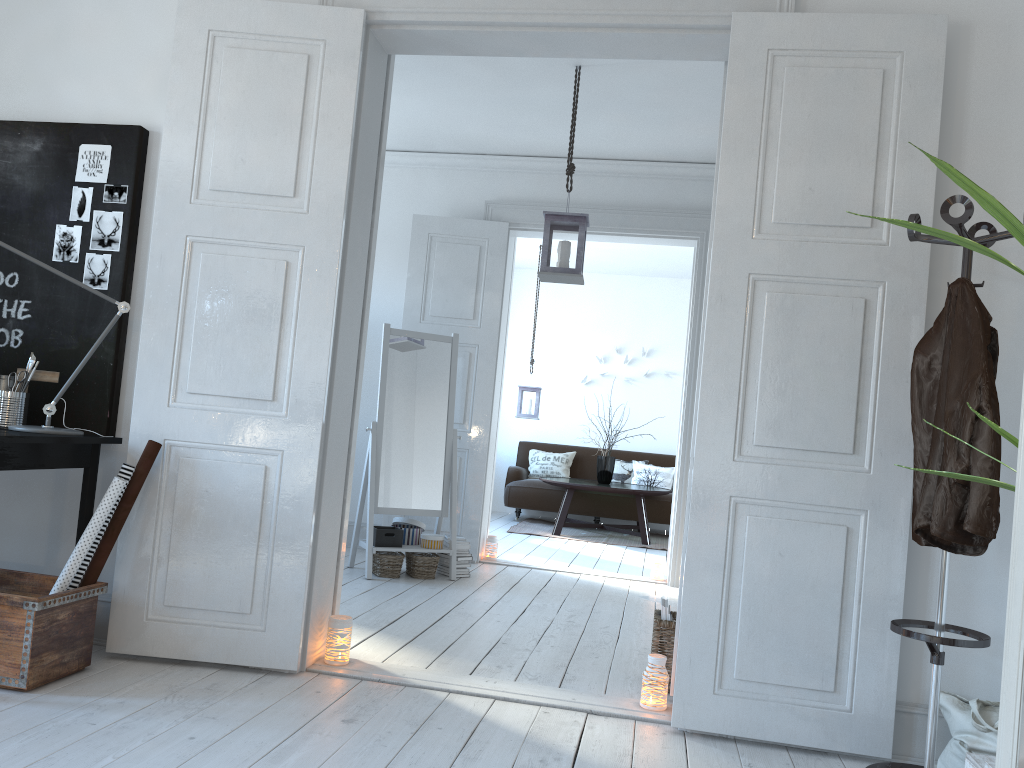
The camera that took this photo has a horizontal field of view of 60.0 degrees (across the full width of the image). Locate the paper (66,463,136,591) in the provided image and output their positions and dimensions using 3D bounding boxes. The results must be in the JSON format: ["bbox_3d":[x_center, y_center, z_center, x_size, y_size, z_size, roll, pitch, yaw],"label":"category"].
[{"bbox_3d":[-1.400,0.585,2.885,0.266,0.668,0.043,7,-3,-35],"label":"paper"}]

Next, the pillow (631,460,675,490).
[{"bbox_3d":[1.480,0.980,9.353,0.470,0.309,0.188,5,-3,10],"label":"pillow"}]

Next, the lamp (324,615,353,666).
[{"bbox_3d":[-0.631,0.934,3.232,0.089,0.166,0.089,5,-2,2],"label":"lamp"}]

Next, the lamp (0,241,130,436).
[{"bbox_3d":[-1.636,-0.198,3.000,0.617,0.715,0.230,6,-2,-19],"label":"lamp"}]

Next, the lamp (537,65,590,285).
[{"bbox_3d":[0.333,-1.408,4.550,0.228,1.761,0.228,5,-2,7],"label":"lamp"}]

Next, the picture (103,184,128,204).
[{"bbox_3d":[-1.465,-0.704,3.277,0.095,0.071,0.001,5,-2,10],"label":"picture"}]

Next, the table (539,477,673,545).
[{"bbox_3d":[0.888,1.223,8.645,1.300,0.503,1.301,5,-3,0],"label":"table"}]

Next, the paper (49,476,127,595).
[{"bbox_3d":[-1.411,0.598,2.826,0.283,0.626,0.041,6,-2,-12],"label":"paper"}]

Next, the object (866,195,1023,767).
[{"bbox_3d":[1.228,0.328,2.490,0.374,1.657,0.375,5,-2,17],"label":"object"}]

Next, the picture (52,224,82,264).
[{"bbox_3d":[-1.654,-0.522,3.297,0.107,0.150,0.001,5,-2,10],"label":"picture"}]

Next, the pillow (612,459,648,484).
[{"bbox_3d":[1.205,0.970,9.477,0.473,0.347,0.158,5,-2,8],"label":"pillow"}]

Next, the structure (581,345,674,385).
[{"bbox_3d":[1.302,-0.188,9.925,1.025,0.478,0.085,5,-2,10],"label":"structure"}]

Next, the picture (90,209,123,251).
[{"bbox_3d":[-1.497,-0.569,3.274,0.121,0.152,0.002,5,-2,10],"label":"picture"}]

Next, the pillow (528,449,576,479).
[{"bbox_3d":[0.420,0.895,9.654,0.519,0.367,0.239,5,-3,9],"label":"pillow"}]

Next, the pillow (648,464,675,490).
[{"bbox_3d":[1.695,1.017,9.429,0.542,0.287,0.183,5,-3,11],"label":"pillow"}]

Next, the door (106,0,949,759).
[{"bbox_3d":[0.032,-0.169,3.167,2.598,2.503,0.578,5,-2,10],"label":"door"}]

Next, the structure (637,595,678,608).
[{"bbox_3d":[1.609,0.025,5.405,1.249,2.825,0.800,7,-3,-35],"label":"structure"}]

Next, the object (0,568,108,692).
[{"bbox_3d":[-1.711,0.763,2.837,0.664,0.282,0.340,5,-3,10],"label":"object"}]

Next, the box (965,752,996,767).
[{"bbox_3d":[1.263,1.023,1.916,0.376,0.218,0.642,5,-3,10],"label":"box"}]

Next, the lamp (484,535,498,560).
[{"bbox_3d":[-0.143,1.148,6.215,0.089,0.166,0.089,5,-2,9],"label":"lamp"}]

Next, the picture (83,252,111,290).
[{"bbox_3d":[-1.532,-0.418,3.271,0.103,0.136,0.001,5,-2,10],"label":"picture"}]

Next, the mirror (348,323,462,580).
[{"bbox_3d":[-0.598,0.399,5.368,0.611,1.487,0.417,6,-2,-25],"label":"mirror"}]

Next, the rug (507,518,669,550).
[{"bbox_3d":[0.873,1.449,8.662,1.709,0.055,1.458,5,-3,10],"label":"rug"}]

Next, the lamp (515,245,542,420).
[{"bbox_3d":[0.235,-0.530,8.881,0.228,1.761,0.228,5,-2,7],"label":"lamp"}]

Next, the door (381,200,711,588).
[{"bbox_3d":[0.531,0.045,6.137,2.598,2.503,0.578,5,-2,10],"label":"door"}]

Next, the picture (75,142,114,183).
[{"bbox_3d":[-1.555,-0.826,3.297,0.147,0.154,0.004,5,-2,10],"label":"picture"}]

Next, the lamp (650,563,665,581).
[{"bbox_3d":[0.987,1.272,6.007,0.093,0.110,0.094,4,-3,27],"label":"lamp"}]

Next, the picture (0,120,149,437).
[{"bbox_3d":[-1.889,-0.414,3.362,0.952,1.171,0.064,5,-2,10],"label":"picture"}]

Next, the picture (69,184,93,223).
[{"bbox_3d":[-1.602,-0.669,3.298,0.083,0.145,0.002,5,-2,10],"label":"picture"}]

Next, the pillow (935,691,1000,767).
[{"bbox_3d":[1.426,1.028,2.597,0.317,0.314,0.273,5,-3,11],"label":"pillow"}]

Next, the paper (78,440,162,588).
[{"bbox_3d":[-1.358,0.550,2.951,0.298,0.746,0.048,7,-3,-35],"label":"paper"}]

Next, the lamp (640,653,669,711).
[{"bbox_3d":[0.493,1.025,3.049,0.093,0.179,0.093,6,-2,-7],"label":"lamp"}]

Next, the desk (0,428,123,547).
[{"bbox_3d":[-2.039,0.497,2.907,1.159,0.758,0.651,5,-3,10],"label":"desk"}]
